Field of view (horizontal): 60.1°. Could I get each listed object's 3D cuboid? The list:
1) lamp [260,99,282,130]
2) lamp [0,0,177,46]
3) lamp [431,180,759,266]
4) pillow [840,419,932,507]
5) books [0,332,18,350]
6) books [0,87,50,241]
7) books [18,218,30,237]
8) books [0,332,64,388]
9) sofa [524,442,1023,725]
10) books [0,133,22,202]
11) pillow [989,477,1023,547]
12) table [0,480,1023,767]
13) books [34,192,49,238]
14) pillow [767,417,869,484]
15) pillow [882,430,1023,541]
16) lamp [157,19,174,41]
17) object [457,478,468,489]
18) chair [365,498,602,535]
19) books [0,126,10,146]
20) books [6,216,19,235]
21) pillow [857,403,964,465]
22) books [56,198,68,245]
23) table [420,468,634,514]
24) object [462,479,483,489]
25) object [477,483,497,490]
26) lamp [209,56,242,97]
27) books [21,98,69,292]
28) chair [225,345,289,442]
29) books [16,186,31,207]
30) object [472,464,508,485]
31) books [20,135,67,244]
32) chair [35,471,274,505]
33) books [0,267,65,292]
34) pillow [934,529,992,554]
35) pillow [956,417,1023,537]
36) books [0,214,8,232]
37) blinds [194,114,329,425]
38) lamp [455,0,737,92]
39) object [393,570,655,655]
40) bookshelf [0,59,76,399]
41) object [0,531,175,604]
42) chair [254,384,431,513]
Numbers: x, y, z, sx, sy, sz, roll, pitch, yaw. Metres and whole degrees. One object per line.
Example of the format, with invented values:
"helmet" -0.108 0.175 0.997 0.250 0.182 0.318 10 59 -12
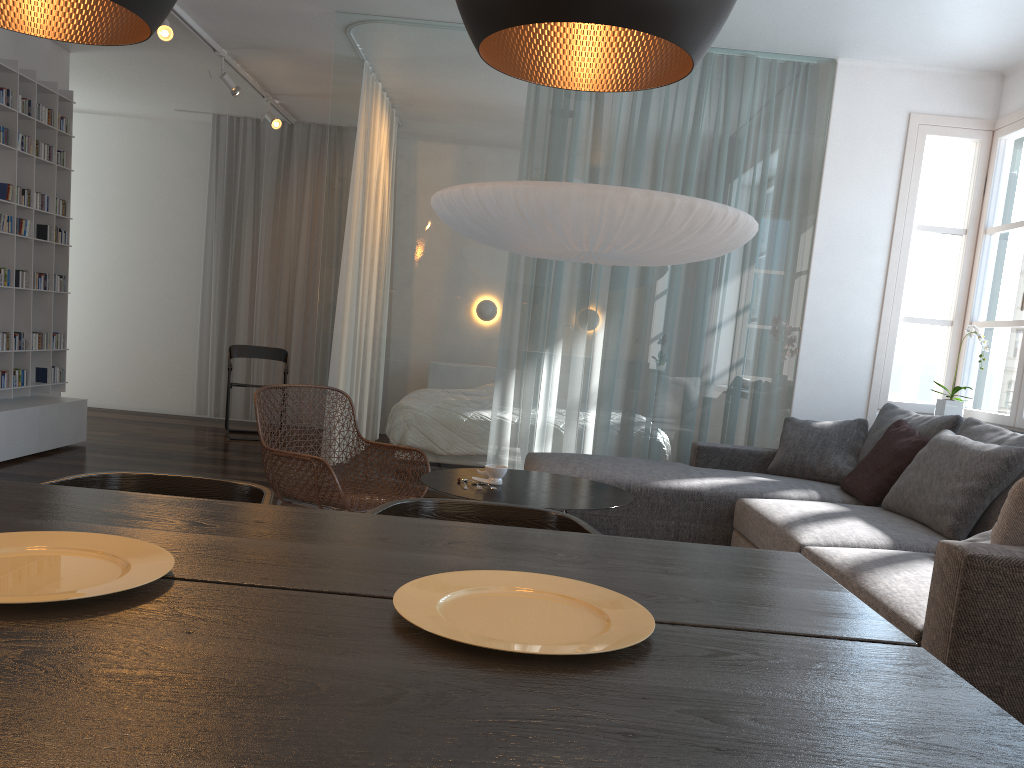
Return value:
"lamp" -1.933 -2.148 7.041 0.249 0.242 0.085 8 7 32
"lamp" -0.578 -0.743 1.084 0.411 0.545 0.407 3 6 -24
"lamp" 0.358 -0.681 4.037 1.461 0.211 1.468 8 4 36
"pillow" 1.811 0.375 4.283 0.311 0.406 0.517 5 5 2
"books" -3.228 -0.258 5.300 0.115 0.113 0.759 5 3 0
"books" -3.129 -1.347 5.060 0.115 0.864 1.741 5 4 0
"books" -3.157 -1.003 5.657 0.090 0.109 0.117 5 5 0
"books" -3.237 -0.164 5.760 0.115 0.352 1.125 5 3 0
"sofa" 1.075 0.635 3.654 2.039 0.677 3.046 5 3 0
"books" -3.126 -1.347 5.481 0.090 0.435 0.155 5 7 0
"pillow" 1.499 0.445 2.361 0.494 0.418 0.284 5 6 -1
"table" -0.697 0.594 1.285 2.500 0.685 1.099 5 4 0
"books" -3.150 -1.109 5.829 0.115 0.302 0.229 5 6 0
"pillow" 1.668 0.346 4.836 0.512 0.362 0.346 9 6 39
"pillow" 1.831 0.410 3.688 0.292 0.400 0.662 5 4 0
"lamp" -1.971 -2.040 4.983 0.085 0.242 0.248 1 7 -34
"object" -0.192 0.383 3.417 0.015 0.015 0.166 4 3 -13
"chair" -0.092 0.624 1.862 0.593 0.677 0.515 5 6 -2
"books" -3.112 -1.502 5.352 0.099 0.105 0.131 5 5 -2
"books" -3.159 -0.995 5.528 0.099 0.106 0.143 5 5 -2
"pillow" 1.970 0.352 4.535 0.275 0.481 0.830 5 4 0
"books" -3.149 -1.123 6.073 0.115 0.302 0.181 5 6 0
"table" 0.038 0.643 3.552 0.847 0.476 0.841 5 4 2
"object" -0.153 0.385 3.435 0.025 0.016 0.162 3 4 -25
"object" -0.097 0.393 3.427 0.026 0.010 0.123 3 4 -34
"lamp" -1.938 -2.092 5.997 0.085 0.242 0.250 9 6 30
"books" -3.172 -0.873 5.221 0.115 1.835 1.938 5 5 0
"chair" -2.177 0.071 7.561 0.501 0.781 0.556 3 6 -20
"books" -3.141 -1.192 5.618 0.102 0.113 0.230 5 4 0
"object" -0.088 0.359 3.521 0.139 0.070 0.091 6 5 12
"books" -3.135 -1.275 5.855 0.115 0.631 0.564 5 5 0
"chair" -0.772 0.561 1.852 0.593 0.677 0.515 5 6 0
"books" -3.192 -0.655 5.238 0.115 0.115 1.911 5 3 0
"pillow" 1.716 0.478 2.891 0.444 0.324 0.488 4 5 -18
"pillow" 1.976 0.398 3.671 0.277 0.478 0.833 5 4 0
"books" -3.158 -0.989 5.407 0.090 0.109 0.117 5 5 0
"blinds" -1.968 -0.989 8.132 1.807 2.759 0.151 5 7 2
"lamp" 0.117 -0.679 1.088 0.408 0.545 0.410 9 7 33
"object" 0.016 0.311 1.208 0.355 0.017 0.353 5 3 3
"bookshelf" -3.216 -0.932 5.195 0.227 2.091 2.069 5 5 0
"object" -0.649 0.250 1.203 0.356 0.017 0.353 4 3 -19
"chair" -0.856 0.388 4.336 0.682 0.715 0.716 9 6 32
